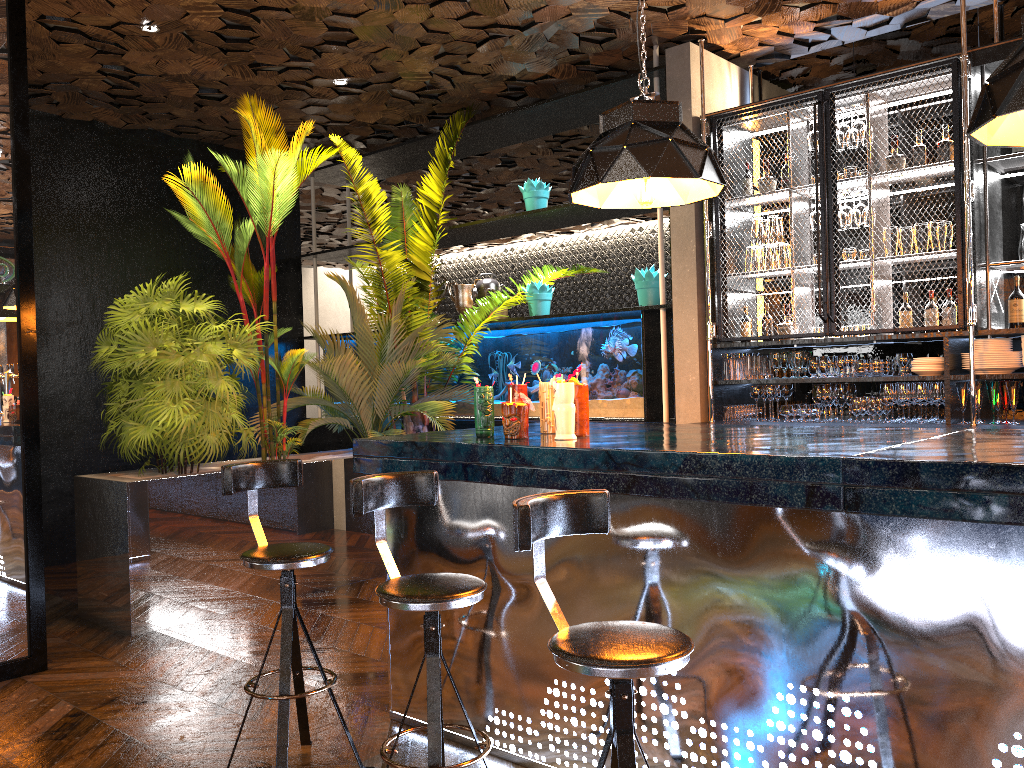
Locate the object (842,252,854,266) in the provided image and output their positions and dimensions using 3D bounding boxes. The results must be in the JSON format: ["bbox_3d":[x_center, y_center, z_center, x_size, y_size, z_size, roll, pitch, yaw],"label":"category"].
[{"bbox_3d":[2.113,-0.787,5.563,0.077,0.080,0.077,-2,0,6],"label":"object"}]

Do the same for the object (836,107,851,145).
[{"bbox_3d":[2.026,-1.577,5.423,0.081,0.213,0.081,-2,1,-43],"label":"object"}]

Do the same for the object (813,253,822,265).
[{"bbox_3d":[1.953,-0.783,5.627,0.077,0.080,0.077,-2,1,-36],"label":"object"}]

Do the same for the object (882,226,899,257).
[{"bbox_3d":[2.256,-0.840,5.277,0.092,0.182,0.092,-1,1,37],"label":"object"}]

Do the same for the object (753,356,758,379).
[{"bbox_3d":[1.572,-0.107,5.770,0.051,0.152,0.058,-2,1,-44],"label":"object"}]

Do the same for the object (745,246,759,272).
[{"bbox_3d":[1.601,-0.825,5.923,0.092,0.182,0.092,-1,1,37],"label":"object"}]

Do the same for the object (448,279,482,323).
[{"bbox_3d":[-0.404,-0.710,7.833,0.232,0.398,0.378,-2,0,-18],"label":"object"}]

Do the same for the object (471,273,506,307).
[{"bbox_3d":[-0.201,-0.792,7.527,0.290,0.292,0.278,-2,0,-11],"label":"object"}]

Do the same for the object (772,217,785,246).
[{"bbox_3d":[1.763,-1.012,5.888,0.092,0.182,0.092,-1,1,37],"label":"object"}]

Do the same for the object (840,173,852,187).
[{"bbox_3d":[2.107,-1.284,5.583,0.077,0.080,0.077,-2,0,7],"label":"object"}]

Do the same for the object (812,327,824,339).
[{"bbox_3d":[1.930,-0.317,5.586,0.077,0.080,0.077,-2,0,-9],"label":"object"}]

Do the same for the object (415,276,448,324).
[{"bbox_3d":[-0.764,-0.735,8.151,0.250,0.472,0.458,-2,0,-22],"label":"object"}]

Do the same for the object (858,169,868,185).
[{"bbox_3d":[2.195,-1.286,5.518,0.077,0.080,0.077,-2,0,-13],"label":"object"}]

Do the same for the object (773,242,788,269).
[{"bbox_3d":[1.746,-0.829,5.780,0.092,0.182,0.092,-1,1,37],"label":"object"}]

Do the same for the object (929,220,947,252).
[{"bbox_3d":[2.452,-0.845,5.105,0.092,0.182,0.092,-1,1,37],"label":"object"}]

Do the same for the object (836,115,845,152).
[{"bbox_3d":[2.057,-1.579,5.588,0.081,0.213,0.081,-2,1,-43],"label":"object"}]

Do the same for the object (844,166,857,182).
[{"bbox_3d":[2.068,-1.281,5.416,0.077,0.080,0.077,-2,0,-13],"label":"object"}]

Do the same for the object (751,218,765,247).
[{"bbox_3d":[1.632,-1.008,5.888,0.092,0.182,0.092,-1,1,37],"label":"object"}]

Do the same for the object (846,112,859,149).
[{"bbox_3d":[2.122,-1.581,5.531,0.081,0.213,0.081,-2,1,-43],"label":"object"}]

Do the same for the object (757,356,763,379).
[{"bbox_3d":[1.616,-0.108,5.813,0.058,0.152,0.051,-2,0,3],"label":"object"}]

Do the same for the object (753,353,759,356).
[{"bbox_3d":[1.641,-0.122,5.993,0.067,0.174,0.067,-2,0,-8],"label":"object"}]

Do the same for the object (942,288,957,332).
[{"bbox_3d":[2.530,-0.422,5.128,0.075,0.260,0.075,-2,0,1],"label":"object"}]

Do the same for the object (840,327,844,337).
[{"bbox_3d":[2.079,-0.322,5.652,0.077,0.080,0.077,-2,0,-9],"label":"object"}]

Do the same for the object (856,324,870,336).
[{"bbox_3d":[2.147,-0.322,5.418,0.077,0.080,0.077,-1,0,30],"label":"object"}]

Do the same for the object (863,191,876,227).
[{"bbox_3d":[2.204,-1.082,5.474,0.081,0.213,0.081,-2,1,-43],"label":"object"}]

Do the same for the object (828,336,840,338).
[{"bbox_3d":[2.000,-0.318,5.508,0.077,0.080,0.077,-1,0,27],"label":"object"}]

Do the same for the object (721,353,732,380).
[{"bbox_3d":[1.413,-0.114,5.842,0.067,0.174,0.067,-2,1,-40],"label":"object"}]

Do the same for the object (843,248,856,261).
[{"bbox_3d":[2.060,-0.784,5.408,0.077,0.080,0.077,-1,1,37],"label":"object"}]

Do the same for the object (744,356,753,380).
[{"bbox_3d":[1.530,-0.105,5.729,0.058,0.152,0.051,-2,1,-43],"label":"object"}]

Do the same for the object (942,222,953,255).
[{"bbox_3d":[2.523,-0.847,5.169,0.092,0.182,0.092,-1,1,37],"label":"object"}]

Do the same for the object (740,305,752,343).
[{"bbox_3d":[1.577,-0.399,5.977,0.075,0.261,0.075,-2,0,1],"label":"object"}]

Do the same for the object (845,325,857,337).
[{"bbox_3d":[2.114,-0.322,5.520,0.077,0.080,0.077,-2,0,7],"label":"object"}]

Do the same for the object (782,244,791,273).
[{"bbox_3d":[1.802,-0.831,5.860,0.092,0.182,0.092,-1,1,37],"label":"object"}]

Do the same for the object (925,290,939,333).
[{"bbox_3d":[2.467,-0.421,5.213,0.075,0.260,0.075,-2,0,1],"label":"object"}]

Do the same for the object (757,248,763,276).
[{"bbox_3d":[1.662,-0.828,6.006,0.092,0.182,0.092,-1,1,37],"label":"object"}]

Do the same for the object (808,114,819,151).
[{"bbox_3d":[1.890,-1.574,5.545,0.081,0.213,0.081,-2,1,-43],"label":"object"}]

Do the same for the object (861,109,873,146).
[{"bbox_3d":[2.189,-1.582,5.470,0.081,0.213,0.081,-2,1,-43],"label":"object"}]

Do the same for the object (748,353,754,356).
[{"bbox_3d":[1.584,-0.120,5.929,0.067,0.174,0.067,-2,0,2],"label":"object"}]

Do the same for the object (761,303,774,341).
[{"bbox_3d":[1.684,-0.402,5.845,0.075,0.260,0.075,-2,0,-14],"label":"object"}]

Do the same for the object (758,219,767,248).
[{"bbox_3d":[1.694,-1.011,5.964,0.092,0.182,0.092,-1,1,37],"label":"object"}]

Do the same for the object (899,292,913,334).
[{"bbox_3d":[2.349,-0.417,5.288,0.075,0.261,0.075,-2,0,1],"label":"object"}]

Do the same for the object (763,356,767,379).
[{"bbox_3d":[1.657,-0.110,5.855,0.058,0.152,0.051,-2,0,-22],"label":"object"}]

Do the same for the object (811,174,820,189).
[{"bbox_3d":[1.938,-1.279,5.617,0.077,0.080,0.077,-1,0,32],"label":"object"}]

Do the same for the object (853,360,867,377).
[{"bbox_3d":[2.060,-0.091,5.249,0.078,0.103,0.078,-2,0,-5],"label":"object"}]

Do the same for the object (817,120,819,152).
[{"bbox_3d":[1.986,-1.578,5.652,0.081,0.213,0.081,-2,1,-43],"label":"object"}]

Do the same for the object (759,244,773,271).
[{"bbox_3d":[1.679,-0.827,5.855,0.092,0.182,0.092,-1,1,37],"label":"object"}]

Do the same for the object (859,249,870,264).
[{"bbox_3d":[2.195,-0.789,5.499,0.077,0.080,0.077,-1,1,37],"label":"object"}]

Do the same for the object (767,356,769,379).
[{"bbox_3d":[1.685,-0.111,5.909,0.058,0.152,0.051,-2,0,-24],"label":"object"}]

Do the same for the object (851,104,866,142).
[{"bbox_3d":[2.094,-1.579,5.363,0.081,0.213,0.081,-2,1,-43],"label":"object"}]

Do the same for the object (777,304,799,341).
[{"bbox_3d":[1.793,-0.396,5.762,0.108,0.244,0.108,-2,1,-35],"label":"object"}]

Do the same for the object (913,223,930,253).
[{"bbox_3d":[2.396,-0.844,5.184,0.092,0.182,0.092,-1,1,37],"label":"object"}]

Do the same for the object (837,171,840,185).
[{"bbox_3d":[2.004,-1.280,5.532,0.077,0.080,0.077,-2,0,-13],"label":"object"}]

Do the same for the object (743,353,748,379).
[{"bbox_3d":[1.526,-0.117,5.860,0.067,0.174,0.067,-2,0,-23],"label":"object"}]

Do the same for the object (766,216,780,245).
[{"bbox_3d":[1.713,-1.010,5.826,0.092,0.182,0.092,-1,1,37],"label":"object"}]

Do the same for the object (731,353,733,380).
[{"bbox_3d":[1.465,-0.116,5.896,0.067,0.174,0.067,-2,0,-8],"label":"object"}]

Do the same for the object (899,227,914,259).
[{"bbox_3d":[2.364,-0.844,5.316,0.092,0.182,0.092,-1,1,37],"label":"object"}]

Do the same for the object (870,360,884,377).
[{"bbox_3d":[2.129,-0.091,5.177,0.078,0.099,0.078,-2,0,9],"label":"object"}]

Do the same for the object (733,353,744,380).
[{"bbox_3d":[1.480,-0.116,5.797,0.067,0.174,0.067,-2,0,-9],"label":"object"}]

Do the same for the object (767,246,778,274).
[{"bbox_3d":[1.737,-0.829,5.930,0.092,0.182,0.092,-1,1,37],"label":"object"}]
